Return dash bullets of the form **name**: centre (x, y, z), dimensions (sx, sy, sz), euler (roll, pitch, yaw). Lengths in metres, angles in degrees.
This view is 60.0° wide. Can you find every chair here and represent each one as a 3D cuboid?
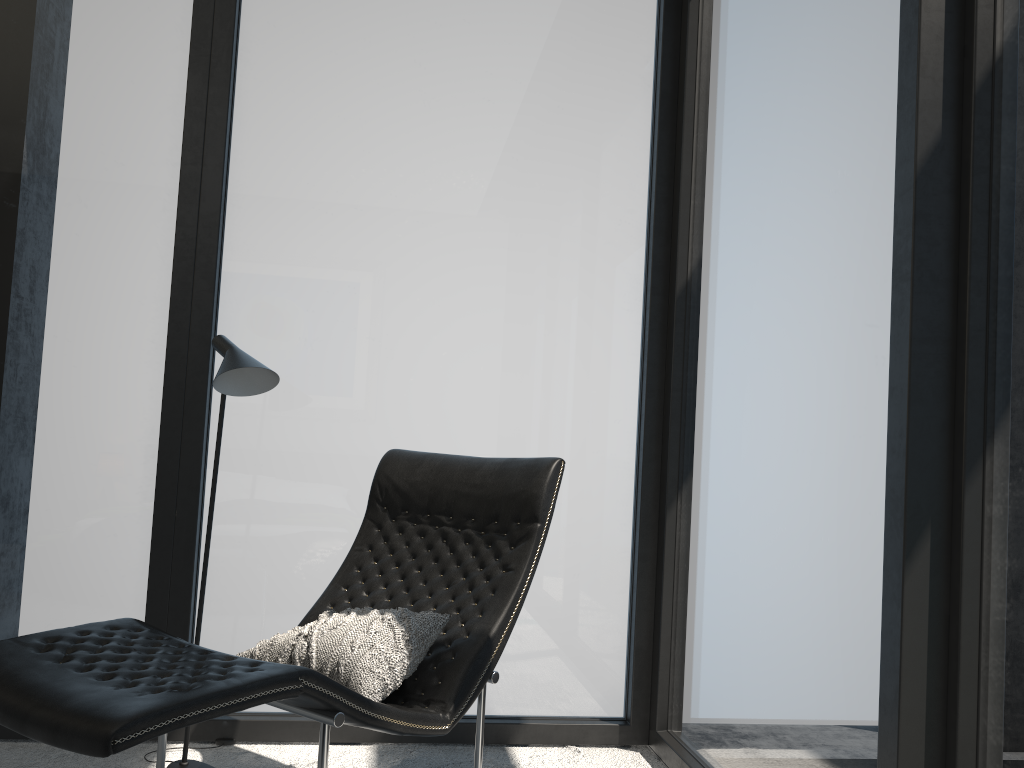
- **chair**: centre (-0.498, 0.635, 2.054), dimensions (0.639, 0.994, 1.283), euler (0, -5, 37)

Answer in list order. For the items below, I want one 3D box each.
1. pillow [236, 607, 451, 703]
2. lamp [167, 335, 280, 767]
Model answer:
- **pillow**: centre (-0.417, 0.643, 2.158), dimensions (0.441, 0.198, 0.313), euler (0, -5, 33)
- **lamp**: centre (-0.831, 0.497, 2.509), dimensions (0.202, 1.298, 0.384), euler (7, -5, -45)
